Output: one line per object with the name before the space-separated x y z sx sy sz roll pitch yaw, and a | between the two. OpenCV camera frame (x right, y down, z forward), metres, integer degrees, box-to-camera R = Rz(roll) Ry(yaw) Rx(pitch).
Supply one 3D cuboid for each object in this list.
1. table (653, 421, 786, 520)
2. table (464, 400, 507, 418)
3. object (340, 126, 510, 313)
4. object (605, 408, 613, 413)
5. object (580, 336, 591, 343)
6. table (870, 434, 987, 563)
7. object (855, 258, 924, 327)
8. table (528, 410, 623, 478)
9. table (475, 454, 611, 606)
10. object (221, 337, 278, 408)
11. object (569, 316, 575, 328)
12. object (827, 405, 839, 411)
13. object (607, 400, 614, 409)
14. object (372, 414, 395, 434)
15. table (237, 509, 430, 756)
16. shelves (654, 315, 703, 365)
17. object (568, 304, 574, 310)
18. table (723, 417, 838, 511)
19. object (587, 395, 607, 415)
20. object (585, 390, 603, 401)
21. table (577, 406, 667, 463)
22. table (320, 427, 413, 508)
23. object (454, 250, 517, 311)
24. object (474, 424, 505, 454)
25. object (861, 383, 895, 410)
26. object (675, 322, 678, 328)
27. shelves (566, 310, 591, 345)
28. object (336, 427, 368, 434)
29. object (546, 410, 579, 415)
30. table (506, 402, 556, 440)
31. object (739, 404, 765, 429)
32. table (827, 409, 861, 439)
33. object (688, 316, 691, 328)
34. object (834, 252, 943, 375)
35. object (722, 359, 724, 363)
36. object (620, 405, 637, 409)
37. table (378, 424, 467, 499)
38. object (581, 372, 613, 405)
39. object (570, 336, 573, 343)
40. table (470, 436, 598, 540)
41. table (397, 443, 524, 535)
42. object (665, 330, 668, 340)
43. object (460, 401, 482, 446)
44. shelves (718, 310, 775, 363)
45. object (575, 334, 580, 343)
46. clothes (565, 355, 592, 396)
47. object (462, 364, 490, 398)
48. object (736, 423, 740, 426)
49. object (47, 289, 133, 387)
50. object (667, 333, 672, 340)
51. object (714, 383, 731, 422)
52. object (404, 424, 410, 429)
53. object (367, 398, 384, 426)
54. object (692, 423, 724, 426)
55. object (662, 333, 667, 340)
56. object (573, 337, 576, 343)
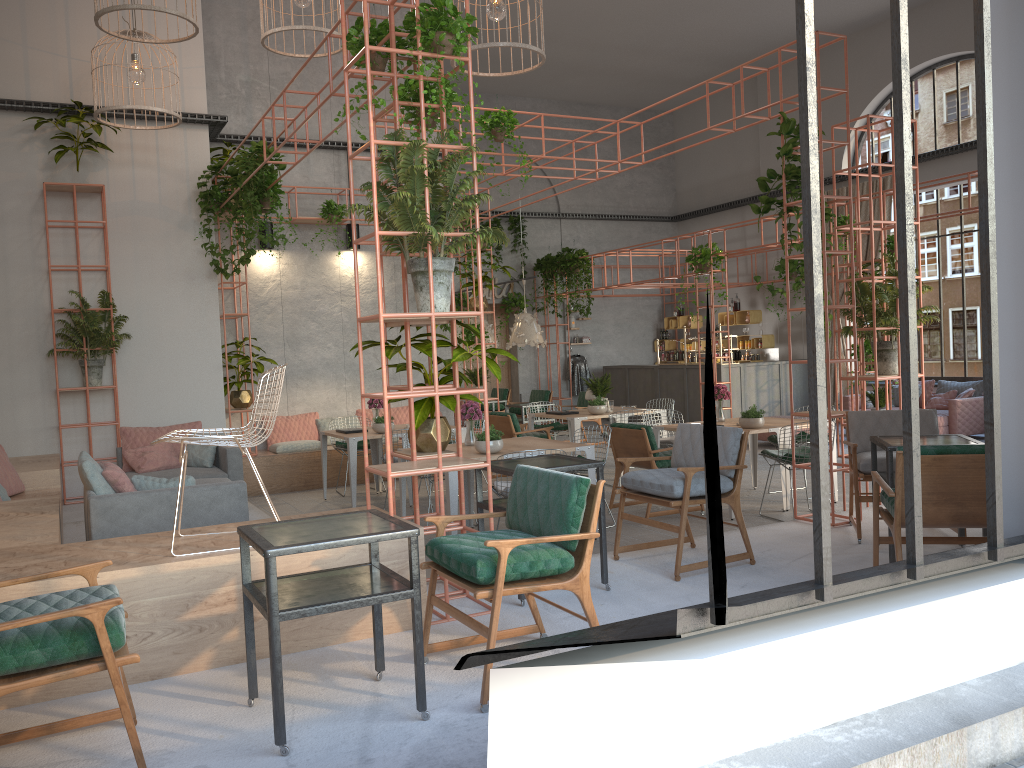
table | 2.092 0.847 9.045 0.694 0.830 1.205 -4 2 -27
table | -0.475 0.709 16.271 0.635 0.798 0.602 -4 2 -27
object | -0.480 -0.954 5.085 0.894 1.101 0.900 -2 2 27
object | 1.243 0.331 11.454 0.115 0.078 0.115 -4 2 -21
object | 1.690 -1.019 20.424 0.219 0.149 0.129 -4 2 -27
table | 2.707 0.762 5.773 0.602 0.798 0.635 -2 2 13
object | 4.956 -1.223 11.766 0.923 0.946 0.924 -1 3 29
table | 0.812 0.798 11.517 0.694 0.830 1.205 -4 2 -27
table | 0.179 0.888 5.557 0.635 0.798 0.602 -4 2 -27
object | -3.501 -0.146 11.406 0.934 0.919 0.903 -1 3 35
object | 1.366 -1.447 20.248 0.136 0.336 0.145 -3 2 -13
object | 5.274 0.427 14.634 0.199 0.145 0.156 -3 2 -12
object | 1.321 0.281 11.911 0.095 0.119 0.095 -3 2 -3
object | -1.438 0.427 9.914 0.248 0.247 0.254 -4 2 -27
table | -0.766 1.001 3.754 0.635 0.798 0.602 -4 2 -27
shelves | 3.977 -0.652 20.587 0.328 1.838 1.750 -4 2 -27
object | 1.349 -1.750 20.227 0.133 0.145 0.133 -2 2 25
table | 2.710 0.805 9.363 0.694 0.830 1.214 -4 2 -27
object | 1.074 0.261 11.191 0.248 0.247 0.254 -4 2 -27
object | 1.106 0.205 11.950 0.241 0.313 0.241 -2 2 18
table | 1.430 0.757 11.836 0.694 0.830 1.214 -4 2 -27
table | -1.700 0.964 10.240 0.694 0.830 1.205 -4 2 -27
object | -0.437 -1.522 12.915 0.934 0.947 0.903 -2 2 25
object | -0.198 0.463 7.478 0.247 0.247 0.252 -4 2 -27
object | 4.920 0.244 11.870 0.438 0.527 0.368 -4 2 -27
object | 3.855 -1.356 20.580 0.123 0.142 0.141 -4 2 -27
shelves | 1.545 -1.296 20.327 0.560 0.790 0.186 -4 2 -27
object | -1.859 0.540 10.280 0.268 0.031 0.427 -4 2 -27
object | 0.654 0.374 11.557 0.268 0.031 0.427 -4 2 -27
table | 0.321 0.732 14.708 0.635 0.798 0.602 -4 2 -27
object | 2.353 0.321 8.721 0.247 0.247 0.252 -4 2 -27
table | 5.371 0.671 14.625 0.520 0.455 0.916 -4 2 -27
object | 4.080 -1.413 20.268 0.137 0.261 0.137 -2 2 9
object | 3.409 -0.635 8.094 0.894 1.100 0.900 -3 2 2
object | 4.025 -0.462 17.183 0.073 0.104 0.240 -1 3 44
object | 1.565 0.309 11.907 0.218 0.041 0.218 -3 2 -18
table | -1.082 0.923 10.559 0.694 0.830 1.214 -4 2 -27
object | 1.144 0.099 11.622 0.438 0.527 0.368 -4 2 -27
object | 1.359 -1.010 20.269 0.055 0.164 0.092 -3 2 -8
table | 0.157 0.959 8.121 0.694 0.830 1.214 -4 2 -27
table | -0.459 1.000 7.803 0.694 0.830 1.205 -4 2 -27
object | 3.698 -1.205 21.187 0.066 0.291 0.066 -2 2 13
object | -0.376 0.360 8.180 0.213 0.414 0.225 -4 3 -34
shelves | 4.848 -0.626 18.876 0.328 1.838 1.750 -4 2 -27
object | 1.497 -1.039 20.325 0.081 0.204 0.081 -4 2 -27
clothes | 1.542 -0.180 20.344 0.366 0.997 0.625 -1 3 43
object | -0.498 -0.052 12.999 0.438 0.527 0.368 -4 2 -27
object | 2.340 0.395 9.017 0.115 0.073 0.115 -4 3 -33
object | -4.813 -0.520 10.128 0.894 1.097 0.900 -3 2 2
object | 3.738 -1.131 21.091 0.115 0.147 0.115 -2 2 18
object | 2.233 0.200 9.506 0.213 0.414 0.225 -4 3 -34
object | -1.190 0.491 10.218 0.115 0.078 0.115 -4 2 -21
object | -1.620 0.324 10.621 0.213 0.414 0.225 -4 3 -34
object | 1.934 0.434 9.085 0.268 0.031 0.427 -4 2 -27
object | 3.621 -1.123 21.031 0.115 0.147 0.115 -2 2 18
object | 1.426 -1.007 20.280 0.063 0.151 0.063 -5 3 -41
